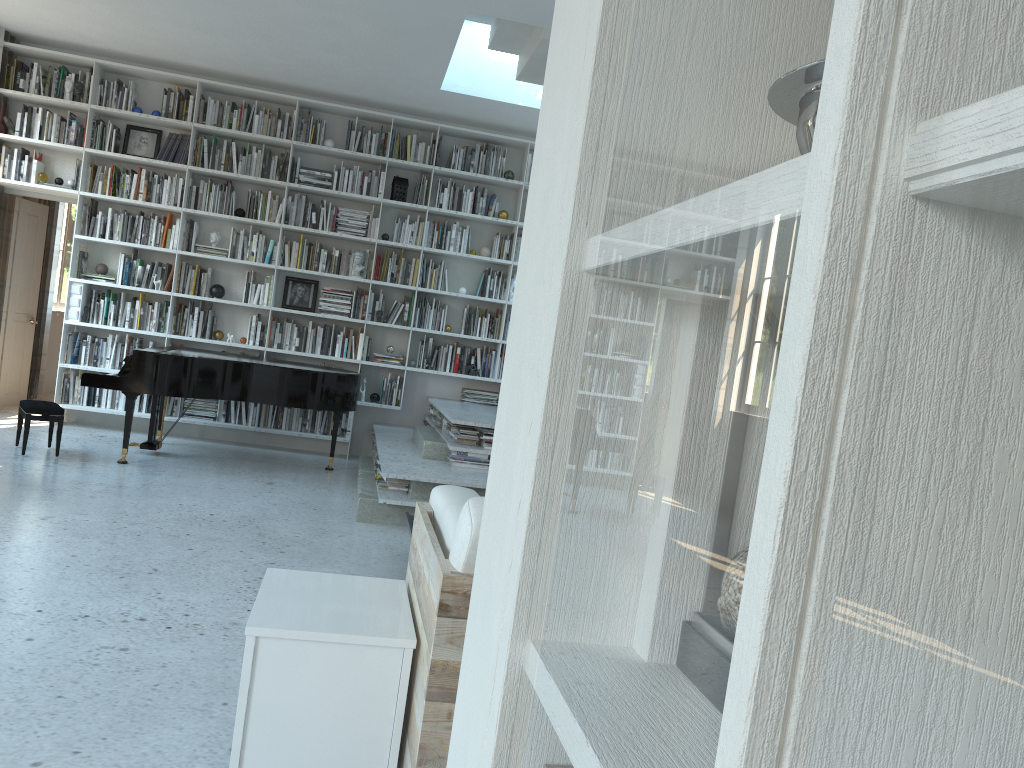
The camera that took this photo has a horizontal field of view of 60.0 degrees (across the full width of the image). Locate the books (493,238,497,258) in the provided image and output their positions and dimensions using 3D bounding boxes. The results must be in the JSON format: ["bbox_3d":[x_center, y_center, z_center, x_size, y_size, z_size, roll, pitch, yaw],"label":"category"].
[{"bbox_3d":[-0.172,-1.270,8.382,0.005,0.205,0.153,8,2,-10],"label":"books"}]

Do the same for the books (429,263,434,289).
[{"bbox_3d":[-0.757,-1.004,8.295,0.013,0.256,0.144,8,3,-10],"label":"books"}]

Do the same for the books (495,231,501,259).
[{"bbox_3d":[-0.144,-1.297,8.371,0.015,0.267,0.164,8,3,-10],"label":"books"}]

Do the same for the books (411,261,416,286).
[{"bbox_3d":[-0.922,-1.022,8.274,0.019,0.248,0.148,8,3,-10],"label":"books"}]

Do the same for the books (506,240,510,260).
[{"bbox_3d":[-0.052,-1.253,8.385,0.013,0.204,0.173,8,2,-10],"label":"books"}]

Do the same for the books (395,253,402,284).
[{"bbox_3d":[-1.056,-1.062,8.212,0.019,0.293,0.182,8,3,-10],"label":"books"}]

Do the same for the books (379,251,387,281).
[{"bbox_3d":[-1.194,-1.081,8.202,0.035,0.293,0.145,8,3,-10],"label":"books"}]

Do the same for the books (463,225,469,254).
[{"bbox_3d":[-0.440,-1.340,8.308,0.024,0.272,0.169,8,3,-10],"label":"books"}]

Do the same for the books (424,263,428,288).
[{"bbox_3d":[-0.809,-1.005,8.292,0.007,0.244,0.145,8,3,-10],"label":"books"}]

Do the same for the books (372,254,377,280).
[{"bbox_3d":[-1.275,-1.074,8.203,0.014,0.254,0.160,8,3,-10],"label":"books"}]

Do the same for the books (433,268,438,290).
[{"bbox_3d":[-0.722,-0.975,8.299,0.014,0.209,0.156,8,2,-10],"label":"books"}]

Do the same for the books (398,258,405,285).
[{"bbox_3d":[-1.032,-1.039,8.240,0.033,0.253,0.174,8,3,-10],"label":"books"}]

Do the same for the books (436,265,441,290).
[{"bbox_3d":[-0.699,-0.989,8.306,0.017,0.243,0.132,8,3,-10],"label":"books"}]

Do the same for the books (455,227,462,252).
[{"bbox_3d":[-0.511,-1.336,8.301,0.025,0.245,0.183,8,2,-10],"label":"books"}]

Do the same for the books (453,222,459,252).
[{"bbox_3d":[-0.535,-1.365,8.310,0.027,0.295,0.159,8,3,-10],"label":"books"}]

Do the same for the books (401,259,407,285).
[{"bbox_3d":[-1.006,-1.029,8.221,0.027,0.242,0.188,8,2,-10],"label":"books"}]

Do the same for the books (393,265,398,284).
[{"bbox_3d":[-1.090,-1.011,8.250,0.030,0.181,0.131,8,3,-10],"label":"books"}]

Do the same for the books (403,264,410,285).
[{"bbox_3d":[-0.987,-1.008,8.234,0.034,0.204,0.181,8,2,-10],"label":"books"}]

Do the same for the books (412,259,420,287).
[{"bbox_3d":[-0.901,-1.030,8.275,0.033,0.269,0.141,8,3,-10],"label":"books"}]

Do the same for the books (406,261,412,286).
[{"bbox_3d":[-0.962,-1.023,8.257,0.028,0.239,0.145,8,3,-10],"label":"books"}]

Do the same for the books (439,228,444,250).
[{"bbox_3d":[-0.667,-1.343,8.285,0.026,0.216,0.161,8,2,-10],"label":"books"}]

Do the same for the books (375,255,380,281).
[{"bbox_3d":[-1.244,-1.064,8.209,0.014,0.244,0.145,8,3,-10],"label":"books"}]

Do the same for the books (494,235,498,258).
[{"bbox_3d":[-0.162,-1.282,8.381,0.012,0.232,0.154,8,3,-10],"label":"books"}]

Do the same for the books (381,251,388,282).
[{"bbox_3d":[-1.184,-1.080,8.215,0.035,0.293,0.145,8,3,-10],"label":"books"}]

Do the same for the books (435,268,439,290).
[{"bbox_3d":[-0.711,-0.975,8.293,0.007,0.212,0.158,8,2,-10],"label":"books"}]

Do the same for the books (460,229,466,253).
[{"bbox_3d":[-0.467,-1.324,8.316,0.021,0.232,0.182,8,2,-10],"label":"books"}]

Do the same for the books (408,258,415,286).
[{"bbox_3d":[-0.936,-1.033,8.256,0.032,0.266,0.142,8,3,-10],"label":"books"}]

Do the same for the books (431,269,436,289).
[{"bbox_3d":[-0.742,-0.968,8.269,0.017,0.192,0.191,8,2,-10],"label":"books"}]

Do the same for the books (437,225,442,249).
[{"bbox_3d":[-0.684,-1.355,8.279,0.013,0.236,0.157,8,3,-10],"label":"books"}]

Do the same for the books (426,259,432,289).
[{"bbox_3d":[-0.778,-1.017,8.261,0.013,0.279,0.191,8,3,-10],"label":"books"}]

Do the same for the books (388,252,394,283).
[{"bbox_3d":[-1.121,-1.072,8.214,0.019,0.294,0.163,8,3,-10],"label":"books"}]

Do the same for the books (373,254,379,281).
[{"bbox_3d":[-1.260,-1.073,8.207,0.015,0.255,0.150,8,3,-10],"label":"books"}]

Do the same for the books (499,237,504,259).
[{"bbox_3d":[-0.107,-1.273,8.392,0.016,0.228,0.160,8,3,-10],"label":"books"}]

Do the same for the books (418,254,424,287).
[{"bbox_3d":[-0.851,-1.048,8.258,0.006,0.319,0.164,8,3,-10],"label":"books"}]

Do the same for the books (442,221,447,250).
[{"bbox_3d":[-0.639,-1.371,8.268,0.014,0.280,0.177,8,3,-10],"label":"books"}]

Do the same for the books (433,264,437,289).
[{"bbox_3d":[-0.731,-0.993,8.296,0.008,0.242,0.168,8,3,-10],"label":"books"}]

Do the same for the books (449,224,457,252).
[{"bbox_3d":[-0.561,-1.351,8.280,0.030,0.263,0.182,8,3,-10],"label":"books"}]

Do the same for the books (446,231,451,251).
[{"bbox_3d":[-0.607,-1.323,8.292,0.025,0.194,0.171,8,2,-10],"label":"books"}]

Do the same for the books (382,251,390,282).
[{"bbox_3d":[-1.169,-1.078,8.202,0.035,0.293,0.145,8,3,-10],"label":"books"}]

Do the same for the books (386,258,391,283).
[{"bbox_3d":[-1.143,-1.044,8.215,0.015,0.232,0.180,8,2,-10],"label":"books"}]

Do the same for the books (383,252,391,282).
[{"bbox_3d":[-1.159,-1.077,8.219,0.035,0.293,0.145,8,3,-10],"label":"books"}]

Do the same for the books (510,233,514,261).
[{"bbox_3d":[-0.014,-1.284,8.387,0.005,0.278,0.182,8,3,-10],"label":"books"}]

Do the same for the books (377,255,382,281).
[{"bbox_3d":[-1.231,-1.065,8.223,0.013,0.247,0.176,8,3,-10],"label":"books"}]

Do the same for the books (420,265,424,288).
[{"bbox_3d":[-0.850,-0.998,8.276,0.015,0.220,0.154,8,3,-10],"label":"books"}]

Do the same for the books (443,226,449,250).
[{"bbox_3d":[-0.625,-1.347,8.279,0.022,0.237,0.164,8,3,-10],"label":"books"}]

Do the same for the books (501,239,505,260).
[{"bbox_3d":[-0.096,-1.260,8.400,0.012,0.206,0.137,8,3,-10],"label":"books"}]

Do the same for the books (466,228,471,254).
[{"bbox_3d":[-0.408,-1.326,8.338,0.034,0.254,0.160,8,3,-10],"label":"books"}]

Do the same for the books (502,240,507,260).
[{"bbox_3d":[-0.082,-1.256,8.391,0.013,0.202,0.173,8,2,-10],"label":"books"}]

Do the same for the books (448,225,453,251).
[{"bbox_3d":[-0.586,-1.352,8.300,0.011,0.257,0.131,8,3,-10],"label":"books"}]

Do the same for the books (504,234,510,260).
[{"bbox_3d":[-0.062,-1.280,8.383,0.016,0.257,0.175,8,3,-10],"label":"books"}]

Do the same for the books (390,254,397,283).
[{"bbox_3d":[-1.107,-1.063,8.241,0.035,0.278,0.139,8,3,-10],"label":"books"}]

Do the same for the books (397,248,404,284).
[{"bbox_3d":[-1.044,-1.084,8.232,0.021,0.338,0.169,8,3,-10],"label":"books"}]

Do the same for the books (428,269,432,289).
[{"bbox_3d":[-0.774,-0.974,8.289,0.014,0.192,0.146,8,2,-10],"label":"books"}]

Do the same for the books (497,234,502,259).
[{"bbox_3d":[-0.133,-1.284,8.385,0.016,0.244,0.151,8,3,-10],"label":"books"}]

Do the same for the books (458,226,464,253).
[{"bbox_3d":[-0.490,-1.342,8.325,0.024,0.262,0.133,8,3,-10],"label":"books"}]

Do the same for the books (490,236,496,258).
[{"bbox_3d":[-0.182,-1.279,8.383,0.015,0.220,0.139,8,3,-10],"label":"books"}]

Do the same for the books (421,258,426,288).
[{"bbox_3d":[-0.823,-1.028,8.268,0.035,0.288,0.191,8,3,-10],"label":"books"}]

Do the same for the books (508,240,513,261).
[{"bbox_3d":[-0.029,-1.250,8.394,0.012,0.206,0.169,8,2,-10],"label":"books"}]
